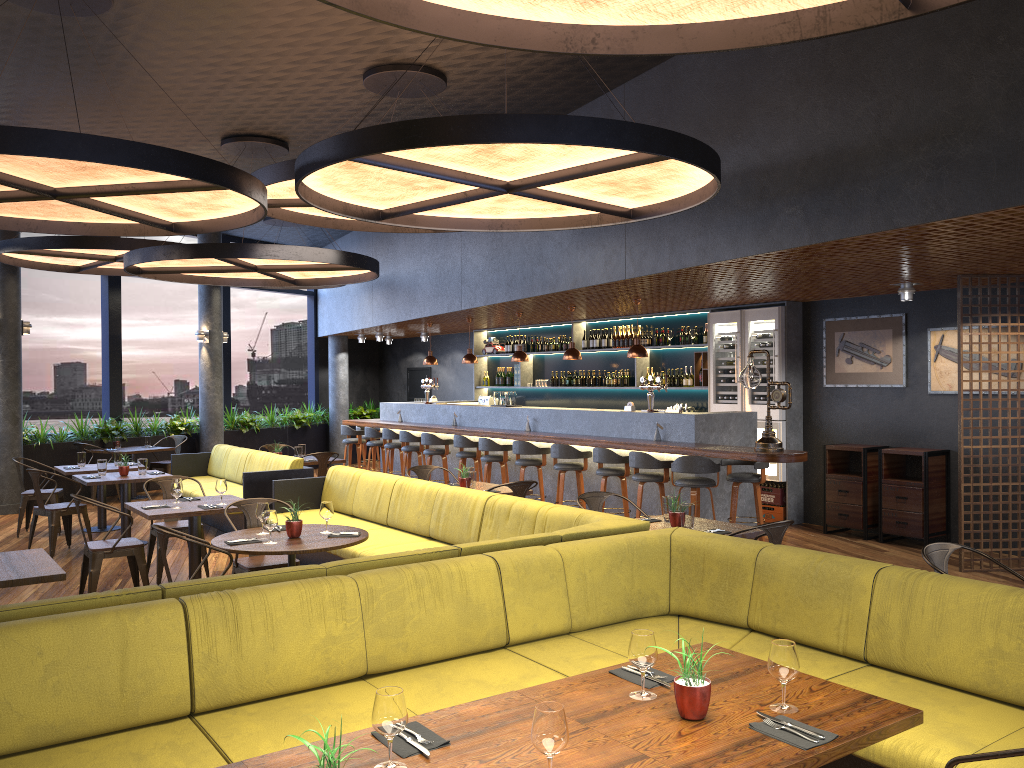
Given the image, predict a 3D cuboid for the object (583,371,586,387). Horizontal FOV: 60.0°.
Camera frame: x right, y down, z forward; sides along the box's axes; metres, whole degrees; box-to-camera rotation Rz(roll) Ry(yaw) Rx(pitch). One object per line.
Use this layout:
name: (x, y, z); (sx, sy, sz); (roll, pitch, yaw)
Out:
object: (1.143, -0.084, 14.105); (0.063, 0.254, 0.063); (0, 0, 27)

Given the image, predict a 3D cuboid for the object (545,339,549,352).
object: (0.578, -0.642, 14.670); (0.068, 0.217, 0.068); (0, 0, 45)

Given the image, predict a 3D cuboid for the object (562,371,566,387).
object: (0.853, -0.083, 14.446); (0.063, 0.254, 0.063); (-1, 0, -7)

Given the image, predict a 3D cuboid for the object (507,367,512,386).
object: (-0.047, -0.126, 15.629); (0.094, 0.340, 0.094); (0, 0, 5)

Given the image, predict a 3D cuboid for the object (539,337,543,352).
object: (0.483, -0.661, 14.831); (0.063, 0.254, 0.063); (-1, 0, -17)

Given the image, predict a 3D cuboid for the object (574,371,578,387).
object: (1.016, -0.083, 14.156); (0.063, 0.254, 0.063); (-1, 0, -17)

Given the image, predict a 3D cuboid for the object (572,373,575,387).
object: (1.021, -0.069, 14.340); (0.088, 0.224, 0.088); (0, 0, 30)

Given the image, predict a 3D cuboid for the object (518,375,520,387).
object: (0.157, -0.052, 15.355); (0.080, 0.192, 0.098); (-1, 0, -35)

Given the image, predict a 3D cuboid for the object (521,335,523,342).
object: (0.173, -0.691, 15.436); (0.085, 0.310, 0.086); (-1, 0, -8)

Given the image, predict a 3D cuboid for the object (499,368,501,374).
object: (-0.213, -0.127, 15.993); (0.094, 0.340, 0.094); (0, 0, 1)

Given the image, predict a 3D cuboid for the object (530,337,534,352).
object: (0.338, -0.661, 15.020); (0.063, 0.254, 0.063); (0, 0, 37)

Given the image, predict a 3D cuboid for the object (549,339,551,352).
object: (0.634, -0.644, 14.798); (0.068, 0.217, 0.068); (-1, 0, -30)

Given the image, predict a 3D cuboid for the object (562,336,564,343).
object: (0.842, -0.662, 14.547); (0.063, 0.254, 0.063); (-1, 0, -27)

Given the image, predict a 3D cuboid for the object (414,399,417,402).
object: (-1.683, 0.287, 15.468); (0.042, 0.059, 0.042); (-1, 0, -37)

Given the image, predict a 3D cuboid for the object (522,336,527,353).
object: (0.219, -0.672, 15.210); (0.083, 0.301, 0.083); (-1, 0, -28)

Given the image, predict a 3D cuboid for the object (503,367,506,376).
object: (-0.147, -0.127, 15.909); (0.094, 0.340, 0.094); (-1, 0, -29)

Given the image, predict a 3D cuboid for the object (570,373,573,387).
object: (0.946, -0.069, 14.407); (0.088, 0.224, 0.088); (0, 0, 20)

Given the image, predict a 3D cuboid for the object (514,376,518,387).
object: (0.099, -0.052, 15.438); (0.080, 0.192, 0.098); (-1, 0, -35)

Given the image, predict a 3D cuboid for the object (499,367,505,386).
object: (-0.177, -0.126, 15.796); (0.094, 0.340, 0.094); (-1, 0, -21)

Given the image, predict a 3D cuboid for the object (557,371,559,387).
object: (0.743, -0.083, 14.673); (0.063, 0.254, 0.063); (-1, 0, -43)

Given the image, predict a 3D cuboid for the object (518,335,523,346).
object: (0.148, -0.690, 15.302); (0.085, 0.310, 0.086); (0, 0, -2)

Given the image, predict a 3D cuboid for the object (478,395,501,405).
object: (-0.427, 0.486, 15.973); (0.550, 0.569, 0.355); (-1, 0, -35)

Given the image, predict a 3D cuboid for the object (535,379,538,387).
object: (0.428, -0.016, 15.023); (0.084, 0.119, 0.084); (0, 0, 10)

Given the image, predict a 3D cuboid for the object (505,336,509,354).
object: (-0.080, -0.690, 15.629); (0.085, 0.310, 0.086); (0, 0, -2)

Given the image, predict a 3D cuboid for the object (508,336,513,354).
object: (-0.029, -0.690, 15.551); (0.085, 0.310, 0.086); (-1, 0, -8)

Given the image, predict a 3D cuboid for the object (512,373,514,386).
object: (0.050, -0.128, 15.670); (0.094, 0.340, 0.094); (-1, 0, -13)

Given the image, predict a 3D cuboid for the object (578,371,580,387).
object: (1.086, -0.084, 14.196); (0.063, 0.254, 0.063); (0, 0, -2)

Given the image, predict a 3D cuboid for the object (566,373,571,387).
object: (0.912, -0.068, 14.298); (0.088, 0.224, 0.088); (-1, 0, -20)

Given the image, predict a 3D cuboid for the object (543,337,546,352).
object: (0.552, -0.662, 14.922); (0.063, 0.254, 0.063); (0, 0, 3)

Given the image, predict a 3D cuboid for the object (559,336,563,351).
object: (0.790, -0.661, 14.422); (0.063, 0.254, 0.063); (0, 0, 13)

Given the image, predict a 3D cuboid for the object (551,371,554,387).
object: (0.669, -0.082, 14.608); (0.063, 0.254, 0.063); (0, 0, 27)

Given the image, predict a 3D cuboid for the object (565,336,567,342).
object: (0.870, -0.662, 14.463); (0.063, 0.254, 0.063); (-1, 0, -7)

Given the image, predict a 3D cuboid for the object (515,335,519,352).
object: (0.091, -0.690, 15.388); (0.085, 0.310, 0.086); (-1, 0, -16)

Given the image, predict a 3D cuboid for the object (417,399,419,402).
object: (-1.645, 0.286, 15.494); (0.042, 0.059, 0.042); (-1, 0, -37)

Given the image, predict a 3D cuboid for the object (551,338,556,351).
object: (0.683, -0.646, 14.569); (0.088, 0.224, 0.088); (-1, 0, -40)

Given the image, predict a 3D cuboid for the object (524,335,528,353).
object: (0.226, -0.691, 15.357); (0.085, 0.310, 0.086); (0, 0, 6)

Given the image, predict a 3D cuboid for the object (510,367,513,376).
object: (-0.019, -0.127, 15.754); (0.094, 0.340, 0.094); (-1, 0, -25)

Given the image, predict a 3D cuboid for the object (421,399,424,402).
object: (-1.571, 0.285, 15.553); (0.042, 0.059, 0.042); (-1, 0, -37)

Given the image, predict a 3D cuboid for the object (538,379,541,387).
object: (0.477, -0.017, 14.953); (0.084, 0.119, 0.084); (0, 0, 10)

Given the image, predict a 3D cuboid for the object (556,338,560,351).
object: (0.775, -0.647, 14.622); (0.088, 0.224, 0.088); (-1, 0, -40)

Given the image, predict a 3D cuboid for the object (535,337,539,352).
object: (0.427, -0.661, 14.942); (0.063, 0.254, 0.063); (0, 0, 27)

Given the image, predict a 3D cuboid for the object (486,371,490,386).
object: (-0.448, -0.095, 16.307); (0.079, 0.281, 0.079); (-1, 0, -31)

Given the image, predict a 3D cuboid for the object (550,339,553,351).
object: (0.659, -0.643, 14.716); (0.068, 0.217, 0.068); (-1, 0, -15)

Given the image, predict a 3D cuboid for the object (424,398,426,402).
object: (-1.529, 0.285, 15.581); (0.042, 0.059, 0.042); (-1, 0, -37)

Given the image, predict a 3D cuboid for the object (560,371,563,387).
object: (0.814, -0.084, 14.572); (0.063, 0.254, 0.063); (0, 0, 12)

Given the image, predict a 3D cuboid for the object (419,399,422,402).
object: (-1.602, 0.286, 15.512); (0.042, 0.059, 0.042); (-1, 0, -37)

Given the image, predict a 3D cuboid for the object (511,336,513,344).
object: (-0.002, -0.691, 15.683); (0.085, 0.310, 0.086); (0, 0, 6)

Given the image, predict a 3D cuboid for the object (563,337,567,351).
object: (0.858, -0.643, 14.269); (0.068, 0.217, 0.068); (0, 0, 40)

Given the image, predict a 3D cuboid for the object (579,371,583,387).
object: (1.089, -0.083, 14.040); (0.063, 0.254, 0.063); (0, 0, 7)

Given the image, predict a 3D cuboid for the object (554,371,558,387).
object: (0.727, -0.083, 14.525); (0.063, 0.254, 0.063); (0, 0, 42)

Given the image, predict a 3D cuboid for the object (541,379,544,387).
object: (0.526, -0.017, 14.882); (0.084, 0.119, 0.084); (0, 0, 10)

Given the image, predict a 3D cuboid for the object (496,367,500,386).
object: (-0.244, -0.126, 15.869); (0.094, 0.340, 0.094); (-1, 0, -13)

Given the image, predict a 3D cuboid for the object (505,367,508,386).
object: (-0.077, -0.127, 15.834); (0.094, 0.340, 0.094); (-1, 0, -13)

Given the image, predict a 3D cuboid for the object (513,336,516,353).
object: (0.051, -0.691, 15.602); (0.085, 0.310, 0.086); (-1, 0, -24)

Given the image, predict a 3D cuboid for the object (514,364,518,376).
object: (0.099, -0.244, 15.438); (0.080, 0.192, 0.098); (-1, 0, -35)

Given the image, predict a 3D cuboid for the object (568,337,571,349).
object: (0.939, -0.644, 14.316); (0.068, 0.217, 0.068); (-1, 0, -30)

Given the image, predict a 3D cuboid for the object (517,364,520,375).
object: (0.155, -0.244, 15.354); (0.080, 0.192, 0.098); (-1, 0, -35)
